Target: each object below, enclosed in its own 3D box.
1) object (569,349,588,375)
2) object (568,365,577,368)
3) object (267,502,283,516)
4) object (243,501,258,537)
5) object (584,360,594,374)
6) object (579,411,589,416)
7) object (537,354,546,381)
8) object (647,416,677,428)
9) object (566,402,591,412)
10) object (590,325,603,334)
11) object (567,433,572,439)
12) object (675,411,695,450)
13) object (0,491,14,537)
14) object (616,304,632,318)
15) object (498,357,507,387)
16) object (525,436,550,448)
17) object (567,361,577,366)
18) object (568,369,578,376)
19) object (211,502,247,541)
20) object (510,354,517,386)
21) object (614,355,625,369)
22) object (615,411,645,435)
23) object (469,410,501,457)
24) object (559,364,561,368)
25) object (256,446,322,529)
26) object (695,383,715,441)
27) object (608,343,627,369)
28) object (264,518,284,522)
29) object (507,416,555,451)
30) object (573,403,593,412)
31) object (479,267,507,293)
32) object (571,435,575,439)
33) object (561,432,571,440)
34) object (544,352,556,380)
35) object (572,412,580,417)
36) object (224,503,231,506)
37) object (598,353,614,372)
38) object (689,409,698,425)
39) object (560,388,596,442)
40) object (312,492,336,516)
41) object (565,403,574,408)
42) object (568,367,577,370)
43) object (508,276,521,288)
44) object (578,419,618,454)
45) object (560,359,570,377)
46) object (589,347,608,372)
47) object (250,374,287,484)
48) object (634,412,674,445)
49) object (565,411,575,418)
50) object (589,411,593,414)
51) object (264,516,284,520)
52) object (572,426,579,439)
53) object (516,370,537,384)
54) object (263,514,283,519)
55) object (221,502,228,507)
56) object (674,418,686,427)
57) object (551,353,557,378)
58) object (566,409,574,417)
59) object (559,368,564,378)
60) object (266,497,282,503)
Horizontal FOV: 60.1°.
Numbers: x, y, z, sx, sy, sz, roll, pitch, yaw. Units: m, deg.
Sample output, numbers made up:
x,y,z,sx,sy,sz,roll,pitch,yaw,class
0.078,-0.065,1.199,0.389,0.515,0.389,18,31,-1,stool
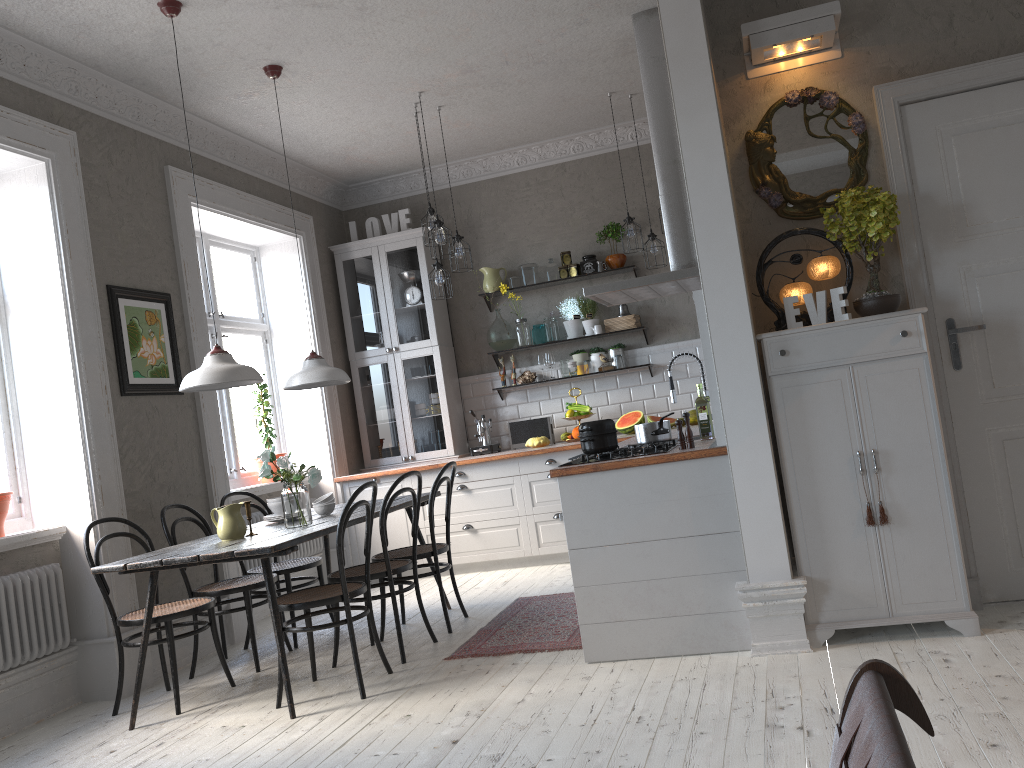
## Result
x,y,z,sx,sy,sz,roll,pitch,yaw,class
0.553,-0.180,7.232,0.157,0.216,0.155,-8,-2,-5,object
0.490,-0.125,7.117,0.076,0.051,0.079,-10,-3,34,object
-1.257,0.692,4.901,0.179,0.094,0.180,-9,-2,6,object
-1.277,0.654,4.307,0.058,0.167,0.060,-10,-2,29,object
0.616,-0.137,7.141,0.077,0.108,0.078,-9,-2,9,object
0.567,0.242,6.969,0.076,0.062,0.100,-8,-2,-11,object
0.250,-0.131,7.287,0.082,0.217,0.082,-9,-2,1,object
1.130,0.282,6.616,0.225,0.127,0.148,-8,-2,-2,object
0.523,0.181,6.975,0.208,0.101,0.068,-9,-2,21,object
0.686,-0.432,7.072,0.064,0.071,0.104,-6,-3,-45,object
0.476,0.412,6.997,0.090,0.057,0.083,-6,-3,-43,object
0.756,0.202,3.892,0.072,0.166,0.036,-9,-2,15,object
-2.562,0.247,4.210,0.275,0.991,0.264,-7,-2,-36,object
0.883,-0.679,7.112,0.131,0.287,0.130,-8,-2,0,object
-0.079,-0.099,7.372,0.054,0.264,0.061,-8,-2,-13,object
0.200,0.454,6.912,0.195,0.083,0.191,-9,-2,16,object
0.486,-0.151,7.118,0.077,0.051,0.077,-9,-2,1,object
0.495,-0.091,7.116,0.077,0.051,0.077,-9,-2,8,object
-1.354,0.660,4.240,0.152,0.170,0.133,-8,-2,-24,object
0.016,-0.115,7.331,0.063,0.264,0.052,-7,-3,-39,object
0.854,-0.177,7.053,0.077,0.108,0.078,-9,-2,9,object
0.896,0.298,6.729,0.231,0.174,0.222,-10,-3,37,object
-0.248,0.386,7.148,0.203,0.370,0.357,-9,-2,16,object
0.428,-0.125,7.256,0.076,0.083,0.079,-10,-3,33,object
-1.086,0.502,4.384,0.309,0.414,0.254,-9,-2,13,object
0.961,0.136,4.393,0.088,0.282,0.082,-9,-2,16,object
0.863,-0.223,7.170,0.157,0.213,0.154,-9,-2,13,object
-1.248,0.745,4.900,0.233,0.027,0.242,-10,-3,33,object
0.156,0.398,7.135,0.348,0.226,0.089,-9,-2,14,object
0.570,0.186,7.033,0.177,0.096,0.090,-10,-3,35,object
-0.153,-0.858,7.319,0.187,0.216,0.176,-10,-2,29,object
0.496,0.419,7.008,0.070,0.076,0.229,-8,-2,-1,object
0.448,0.415,7.042,0.075,0.072,0.155,-11,-3,45,object
0.308,-0.144,7.174,0.082,0.217,0.082,-9,-2,1,object
0.504,0.249,6.950,0.063,0.061,0.067,-9,-2,15,object
-1.384,0.670,4.372,0.061,0.172,0.063,-10,-3,37,object
0.754,-0.177,7.098,0.120,0.146,0.099,-8,-2,-17,object
1.389,0.250,6.679,0.207,0.119,0.130,-8,-2,-22,object
0.525,0.238,7.002,0.352,0.425,0.352,-8,-2,0,object
-1.038,0.666,4.890,0.122,0.119,0.130,-10,-3,31,object
0.458,0.170,6.996,0.073,0.058,0.050,-8,-2,-8,object
0.492,-0.108,7.116,0.077,0.051,0.077,-9,-2,8,object
0.023,-0.830,7.335,0.102,0.111,0.104,-9,-2,15,object
0.397,0.241,4.071,0.191,0.147,0.192,-8,-2,-5,object
0.436,-0.124,7.176,0.079,0.139,0.078,-8,-2,-12,object
0.703,-0.199,7.202,0.150,0.214,0.170,-6,-3,-45,object
-1.844,0.328,6.617,0.254,0.813,0.265,-10,-3,43,object
0.718,0.207,4.226,0.178,0.134,0.297,-7,-3,-40,object
0.467,0.251,7.022,0.095,0.078,0.101,-9,-2,2,object
0.614,0.233,6.989,0.051,0.050,0.050,-9,-2,25,object
-1.250,0.736,4.900,0.240,0.027,0.234,-8,-2,-17,object
0.521,0.374,6.873,0.114,0.110,0.110,-8,-2,-17,object
0.118,-0.056,7.279,0.178,0.111,0.096,-8,-2,-8,object
-1.251,0.727,4.900,0.232,0.027,0.242,-10,-3,38,object
-1.421,0.679,4.457,0.096,0.172,0.096,-8,-2,-3,object
1.277,0.293,6.760,0.203,0.073,0.118,-8,-2,-22,object
0.331,-0.144,7.262,0.082,0.217,0.082,-9,-2,1,object
0.457,0.233,6.946,0.058,0.069,0.080,-10,-3,35,object
0.433,-0.092,7.255,0.076,0.083,0.079,-10,-3,33,object
-1.260,0.672,4.902,0.179,0.094,0.180,-9,-2,6,object
